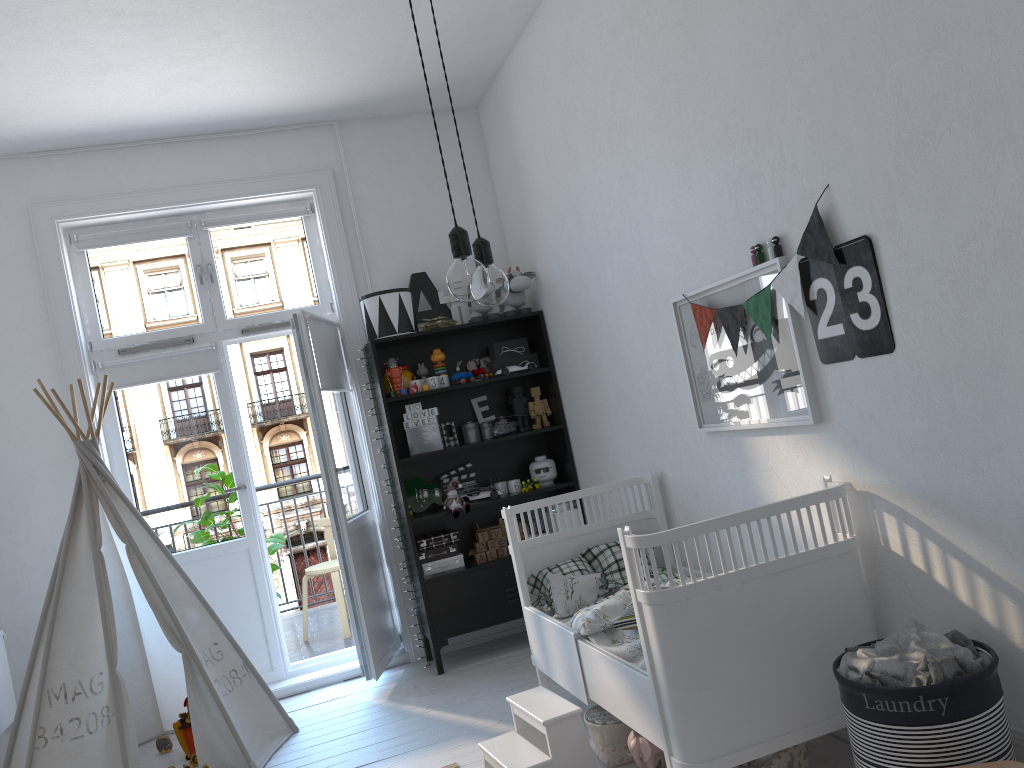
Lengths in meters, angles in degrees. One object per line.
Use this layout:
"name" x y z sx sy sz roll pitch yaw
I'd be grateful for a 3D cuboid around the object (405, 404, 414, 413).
"object" -0.519 0.125 4.486 0.040 0.040 0.040 -11 -1 -11

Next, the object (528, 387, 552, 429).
"object" 0.144 0.125 4.728 0.114 0.221 0.052 -11 -1 -17

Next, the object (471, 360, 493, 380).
"object" -0.167 -0.075 4.681 0.122 0.112 0.087 -13 -2 44

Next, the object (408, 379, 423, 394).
"object" -0.488 0.016 4.514 0.067 0.067 0.067 -11 -2 -16

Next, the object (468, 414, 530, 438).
"object" -0.045 0.221 4.678 0.367 0.106 0.349 -11 -2 -15

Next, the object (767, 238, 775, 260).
"object" 0.762 -0.395 2.595 0.025 0.064 0.025 -11 -1 -21

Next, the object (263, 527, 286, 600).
"object" -1.751 1.096 5.614 0.720 1.225 0.489 -12 -1 -6

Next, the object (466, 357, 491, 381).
"object" -0.072 -0.095 4.873 0.347 0.131 0.037 -11 -1 -16

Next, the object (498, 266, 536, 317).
"object" -0.023 -0.471 4.704 0.211 0.253 0.387 -11 -2 -33

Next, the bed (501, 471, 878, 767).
"bed" 0.521 0.778 2.990 0.670 0.832 1.405 -11 -2 -16

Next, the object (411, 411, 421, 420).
"object" -0.483 0.159 4.486 0.040 0.040 0.040 -12 -1 4

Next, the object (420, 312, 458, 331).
"object" -0.394 -0.324 4.595 0.121 0.100 0.338 -12 -2 19

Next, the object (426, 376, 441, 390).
"object" -0.402 -0.002 4.525 0.067 0.067 0.067 -11 -2 -16

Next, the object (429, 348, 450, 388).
"object" -0.371 -0.081 4.580 0.077 0.213 0.077 -12 -1 17

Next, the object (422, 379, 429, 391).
"object" -0.449 0.009 4.572 0.067 0.067 0.067 -10 -2 -42

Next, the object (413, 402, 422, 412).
"object" -0.478 0.117 4.487 0.040 0.040 0.040 -12 -1 -6

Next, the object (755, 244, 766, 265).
"object" 0.745 -0.390 2.663 0.025 0.064 0.025 -11 -1 -18

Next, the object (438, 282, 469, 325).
"object" -0.294 -0.435 4.792 0.190 0.290 0.065 -11 -1 -11

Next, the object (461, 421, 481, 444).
"object" -0.219 0.257 4.747 0.095 0.110 0.095 -11 -1 -12

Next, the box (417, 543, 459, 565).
"box" -0.398 0.869 4.565 0.215 0.062 0.179 -11 -2 -16

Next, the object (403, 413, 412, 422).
"object" -0.528 0.168 4.485 0.040 0.040 0.040 -12 -1 -6

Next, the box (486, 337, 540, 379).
"box" 0.000 -0.140 4.787 0.251 0.189 0.179 -11 -2 -16

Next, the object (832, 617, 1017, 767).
"object" 0.954 0.820 2.025 0.345 0.513 0.346 -11 -2 -26

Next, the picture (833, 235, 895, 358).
"picture" 0.901 -0.220 2.282 0.013 0.305 0.153 -11 -1 -17

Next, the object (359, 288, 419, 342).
"object" -0.622 -0.356 4.647 0.272 0.259 0.395 -12 -2 12

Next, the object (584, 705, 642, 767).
"object" 0.359 1.161 2.975 0.215 0.147 0.240 -11 -2 -10

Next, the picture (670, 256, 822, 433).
"picture" 0.734 -0.097 2.889 0.030 0.492 0.704 -11 -2 -16

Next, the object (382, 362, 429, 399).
"object" -0.571 -0.031 4.569 0.197 0.197 0.318 -11 -2 -20

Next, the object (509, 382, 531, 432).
"object" 0.052 0.126 4.767 0.117 0.259 0.081 -11 -1 -16

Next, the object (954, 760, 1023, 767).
"object" 0.899 0.902 1.663 0.379 0.367 0.378 -13 -2 44

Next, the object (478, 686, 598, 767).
"object" 0.072 1.166 2.863 0.288 0.245 0.332 -11 -2 -21

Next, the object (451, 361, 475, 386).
"object" -0.259 -0.058 4.610 0.121 0.126 0.087 -11 -2 -39

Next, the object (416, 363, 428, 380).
"object" -0.466 -0.031 4.678 0.063 0.160 0.063 -11 -2 -38

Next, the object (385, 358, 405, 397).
"object" -0.584 -0.035 4.492 0.105 0.203 0.072 -12 -1 -9

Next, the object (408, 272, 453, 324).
"object" -0.471 -0.427 4.773 0.343 0.344 0.057 -11 -1 -16

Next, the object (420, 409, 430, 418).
"object" -0.438 0.150 4.487 0.040 0.040 0.040 -12 -1 14

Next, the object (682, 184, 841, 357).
"object" 0.735 -0.303 2.735 0.058 0.415 0.905 -11 -2 -17

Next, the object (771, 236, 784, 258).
"object" 0.769 -0.398 2.571 0.025 0.064 0.025 -11 -1 -23

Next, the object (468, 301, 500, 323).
"object" -0.164 -0.443 4.657 0.154 0.253 0.370 -12 -2 -8

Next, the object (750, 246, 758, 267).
"object" 0.738 -0.388 2.690 0.025 0.064 0.025 -11 -1 -21

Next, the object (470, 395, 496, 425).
"object" -0.158 0.140 4.819 0.107 0.151 0.055 -11 -1 -16

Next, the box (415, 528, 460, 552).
"box" -0.393 0.805 4.573 0.215 0.062 0.179 -11 -2 -16

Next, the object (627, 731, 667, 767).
"object" 0.391 1.144 2.703 0.254 0.151 0.125 -11 -1 -17

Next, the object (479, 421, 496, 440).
"object" -0.102 0.240 4.695 0.078 0.091 0.246 -11 -2 -22

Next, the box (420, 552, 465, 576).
"box" -0.368 0.925 4.569 0.215 0.062 0.179 -11 -2 -16

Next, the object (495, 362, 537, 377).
"object" 0.019 -0.075 4.641 0.230 0.048 0.098 -11 -2 -26

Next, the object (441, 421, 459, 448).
"object" -0.334 0.269 4.749 0.070 0.134 0.028 -11 -1 -17

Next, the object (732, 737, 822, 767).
"object" 0.688 1.069 2.485 0.360 0.163 0.243 -10 -2 -41

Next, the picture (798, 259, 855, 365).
"picture" 0.860 -0.205 2.430 0.010 0.301 0.152 -11 -1 -17
